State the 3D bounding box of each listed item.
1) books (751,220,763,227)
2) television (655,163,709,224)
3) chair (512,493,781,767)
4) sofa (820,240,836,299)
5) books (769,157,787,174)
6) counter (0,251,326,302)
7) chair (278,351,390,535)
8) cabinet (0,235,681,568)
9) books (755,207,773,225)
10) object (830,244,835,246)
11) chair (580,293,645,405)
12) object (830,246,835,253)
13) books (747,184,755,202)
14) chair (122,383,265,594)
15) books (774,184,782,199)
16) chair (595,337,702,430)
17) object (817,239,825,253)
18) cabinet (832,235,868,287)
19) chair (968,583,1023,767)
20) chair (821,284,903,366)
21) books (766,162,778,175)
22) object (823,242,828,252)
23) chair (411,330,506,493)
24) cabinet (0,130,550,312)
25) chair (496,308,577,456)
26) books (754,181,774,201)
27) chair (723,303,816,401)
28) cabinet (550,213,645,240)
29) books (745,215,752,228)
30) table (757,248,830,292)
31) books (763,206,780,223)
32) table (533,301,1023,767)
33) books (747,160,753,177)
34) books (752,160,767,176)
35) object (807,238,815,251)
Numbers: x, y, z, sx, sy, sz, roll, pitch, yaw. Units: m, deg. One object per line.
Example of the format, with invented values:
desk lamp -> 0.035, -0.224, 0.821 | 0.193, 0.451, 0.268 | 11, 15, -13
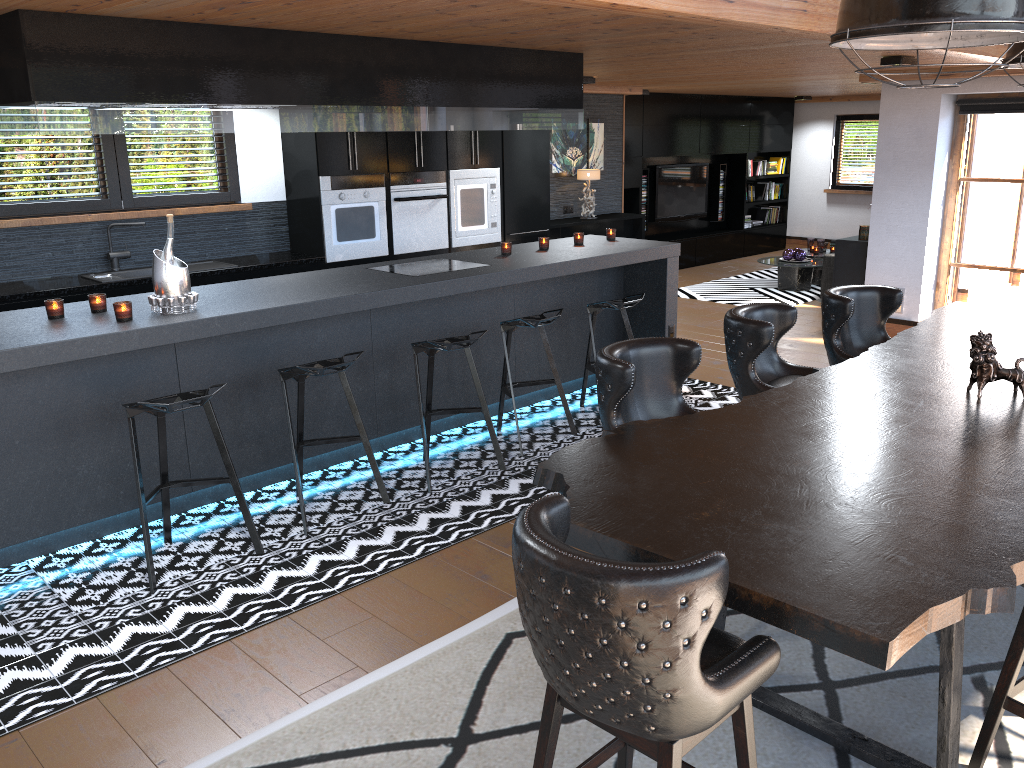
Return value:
books -> 3.827, -2.556, 14.116 | 0.269, 0.072, 0.207 | -14, 20, -39
television -> 2.434, -2.739, 12.725 | 1.269, 0.810, 0.050 | -15, 21, -42
chair -> 0.290, 0.808, 2.090 | 0.499, 1.088, 0.576 | 14, 21, 43
sofa -> 4.604, -1.643, 11.066 | 3.131, 0.815, 2.067 | -16, 22, -42
books -> 4.268, -3.511, 14.253 | 0.213, 0.260, 0.210 | -15, 21, -42
counter -> -2.577, -0.774, 6.276 | 2.602, 0.040, 0.526 | -16, 22, -42
chair -> -1.005, 0.247, 4.583 | 0.464, 0.836, 0.546 | 13, 21, 41
cabinet -> -0.788, -0.106, 5.344 | 4.865, 1.100, 0.880 | -16, 21, -42
books -> 4.076, -2.719, 14.342 | 0.205, 0.255, 0.248 | 14, 21, 43
object -> 4.113, -1.745, 11.357 | 0.093, 0.099, 0.093 | -3, 16, -7
chair -> 0.650, -0.208, 6.119 | 0.546, 0.836, 0.464 | -15, 21, -41
object -> 4.068, -1.699, 11.225 | 0.080, 0.081, 0.078 | -9, 18, -28
books -> 3.663, -2.984, 13.837 | 0.240, 0.269, 0.208 | -16, 21, -43
chair -> -1.521, 0.408, 4.039 | 0.546, 0.836, 0.464 | -15, 21, -42
books -> 4.215, -3.119, 14.361 | 0.187, 0.237, 0.294 | 14, 21, 43
chair -> 0.611, 0.401, 3.512 | 0.562, 1.088, 0.511 | 14, 21, 43
object -> 3.915, -1.748, 11.249 | 0.094, 0.167, 0.095 | 4, 16, 16
cabinet -> 3.600, -1.237, 8.830 | 0.968, 0.467, 0.354 | -16, 21, -42
chair -> 1.734, 0.692, 2.475 | 0.510, 1.088, 0.563 | -12, 19, -34
chair -> 1.910, 0.053, 4.718 | 0.510, 1.088, 0.563 | -12, 19, -34
books -> 4.064, -3.434, 14.099 | 0.300, 0.197, 0.258 | -14, 20, -40
object -> 3.986, -1.753, 11.348 | 0.112, 0.121, 0.115 | 5, 17, 21
chair -> -0.389, 0.102, 5.068 | 0.546, 0.836, 0.465 | -13, 19, -37
cabinet -> -2.112, -1.124, 6.655 | 6.516, 2.372, 0.538 | -16, 21, -42
chair -> 0.070, -0.057, 5.610 | 0.464, 0.836, 0.546 | 13, 21, 41
books -> 3.989, -3.081, 14.123 | 0.349, 0.295, 0.219 | -15, 21, -42
chair -> 1.273, 0.197, 4.202 | 0.563, 1.088, 0.510 | 8, 18, 29
cabinet -> 0.765, -1.283, 9.621 | 1.647, 1.006, 0.425 | -16, 21, -42
books -> 3.574, -2.537, 13.853 | 0.306, 0.187, 0.256 | -12, 19, -36
table -> 3.681, -1.411, 11.050 | 1.544, 0.370, 0.887 | -15, 21, -42
books -> 4.227, -2.764, 14.484 | 0.255, 0.260, 0.210 | -15, 21, -42
table -> 1.715, 0.489, 3.491 | 3.848, 0.946, 1.415 | -16, 21, -42
books -> 3.534, -3.308, 13.554 | 0.243, 0.269, 0.206 | -15, 21, -42
books -> 3.833, -3.396, 13.922 | 0.288, 0.232, 0.181 | -14, 20, -39
object -> 3.849, -1.798, 11.429 | 0.094, 0.167, 0.095 | 4, 16, 16
